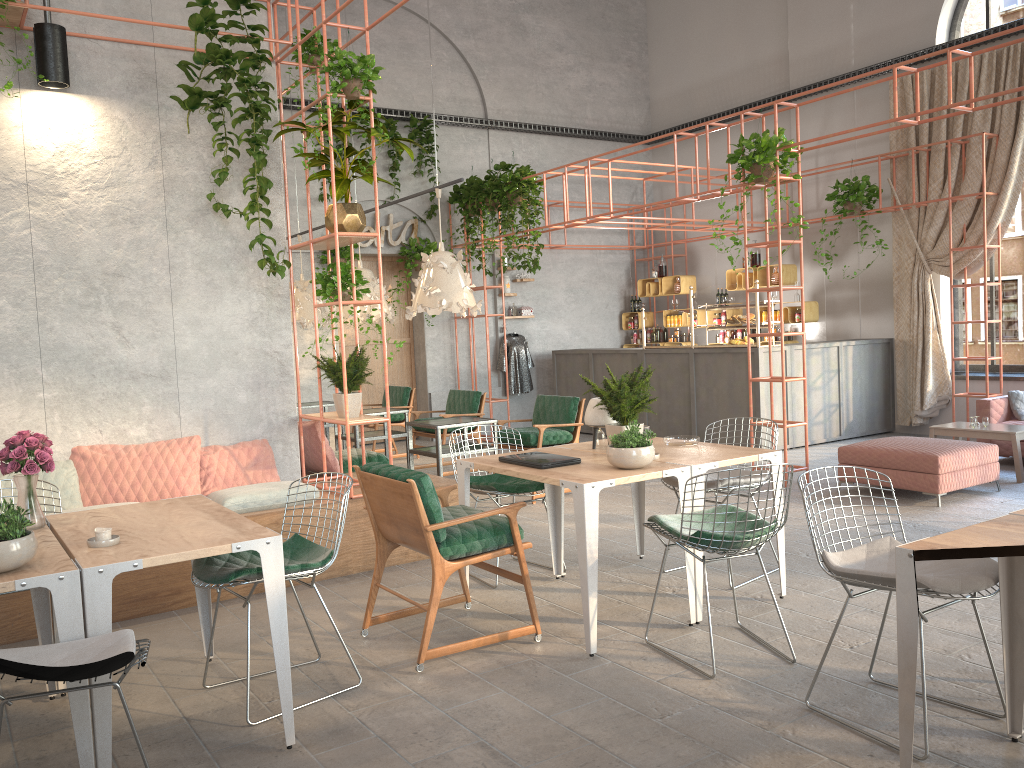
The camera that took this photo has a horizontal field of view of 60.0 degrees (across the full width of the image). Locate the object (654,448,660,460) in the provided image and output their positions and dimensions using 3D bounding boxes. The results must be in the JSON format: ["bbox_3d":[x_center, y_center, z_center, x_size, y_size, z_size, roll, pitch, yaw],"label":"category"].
[{"bbox_3d":[0.745,0.371,4.826,0.115,0.078,0.115,-4,4,-27],"label":"object"}]

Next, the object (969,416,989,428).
[{"bbox_3d":[4.408,0.387,8.425,0.199,0.145,0.156,-4,4,-18],"label":"object"}]

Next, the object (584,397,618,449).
[{"bbox_3d":[0.555,0.239,5.302,0.241,0.313,0.241,-2,4,12],"label":"object"}]

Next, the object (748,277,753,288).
[{"bbox_3d":[3.395,-1.435,12.546,0.123,0.142,0.141,-5,4,-33],"label":"object"}]

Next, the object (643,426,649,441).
[{"bbox_3d":[0.773,0.313,5.287,0.095,0.119,0.095,-3,3,-9],"label":"object"}]

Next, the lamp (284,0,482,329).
[{"bbox_3d":[-1.676,-2.641,9.267,0.704,4.052,4.456,-5,4,-33],"label":"lamp"}]

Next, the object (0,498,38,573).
[{"bbox_3d":[-1.753,0.511,3.006,0.248,0.247,0.254,-5,4,-33],"label":"object"}]

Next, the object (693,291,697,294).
[{"bbox_3d":[2.816,-1.298,13.647,0.075,0.273,0.075,-1,4,23],"label":"object"}]

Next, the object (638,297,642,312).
[{"bbox_3d":[2.122,-1.340,14.740,0.066,0.291,0.066,-2,3,7],"label":"object"}]

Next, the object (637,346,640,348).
[{"bbox_3d":[2.117,-0.513,14.815,0.074,0.243,0.254,-3,3,-3],"label":"object"}]

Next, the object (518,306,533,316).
[{"bbox_3d":[0.210,-1.128,13.767,0.219,0.149,0.129,-5,4,-33],"label":"object"}]

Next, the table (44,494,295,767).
[{"bbox_3d":[-1.466,0.995,3.694,0.694,0.830,1.214,-5,4,-33],"label":"table"}]

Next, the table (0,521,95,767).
[{"bbox_3d":[-2.046,1.045,3.311,0.694,0.830,1.205,-5,4,-33],"label":"table"}]

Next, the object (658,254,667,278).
[{"bbox_3d":[2.408,-1.892,14.189,0.134,0.386,0.134,-3,3,1],"label":"object"}]

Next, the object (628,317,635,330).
[{"bbox_3d":[1.990,-1.008,14.717,0.131,0.207,0.131,-2,4,12],"label":"object"}]

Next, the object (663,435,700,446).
[{"bbox_3d":[1.016,0.340,5.311,0.218,0.041,0.218,-4,4,-25],"label":"object"}]

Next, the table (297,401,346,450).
[{"bbox_3d":[-2.444,0.640,10.902,0.635,0.798,0.602,-5,4,-33],"label":"table"}]

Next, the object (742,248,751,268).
[{"bbox_3d":[3.387,-1.811,12.766,0.134,0.301,0.134,-6,5,-44],"label":"object"}]

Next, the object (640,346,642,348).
[{"bbox_3d":[2.173,-0.511,14.747,0.074,0.243,0.254,-3,3,-3],"label":"object"}]

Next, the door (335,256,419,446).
[{"bbox_3d":[-2.191,-0.504,13.182,1.360,2.729,0.551,-5,4,-33],"label":"door"}]

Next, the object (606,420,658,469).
[{"bbox_3d":[0.605,0.307,4.545,0.248,0.247,0.254,-5,4,-33],"label":"object"}]

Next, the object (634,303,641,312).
[{"bbox_3d":[2.063,-1.256,14.578,0.115,0.147,0.115,-2,4,12],"label":"object"}]

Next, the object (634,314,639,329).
[{"bbox_3d":[2.064,-1.029,14.578,0.072,0.248,0.094,-5,4,-33],"label":"object"}]

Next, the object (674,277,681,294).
[{"bbox_3d":[2.600,-1.536,13.864,0.137,0.261,0.137,-3,3,3],"label":"object"}]

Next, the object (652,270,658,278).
[{"bbox_3d":[2.279,-1.752,14.145,0.088,0.123,0.088,-1,4,23],"label":"object"}]

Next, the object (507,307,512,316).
[{"bbox_3d":[-0.037,-1.112,13.596,0.063,0.151,0.063,0,5,43],"label":"object"}]

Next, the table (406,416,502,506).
[{"bbox_3d":[-0.522,0.726,7.967,0.635,0.798,0.602,-5,4,-33],"label":"table"}]

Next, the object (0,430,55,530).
[{"bbox_3d":[-2.011,0.398,3.688,0.213,0.414,0.225,-6,5,-41],"label":"object"}]

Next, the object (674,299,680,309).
[{"bbox_3d":[2.571,-1.239,13.802,0.083,0.159,0.083,-4,4,-24],"label":"object"}]

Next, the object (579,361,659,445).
[{"bbox_3d":[0.627,0.137,4.978,0.438,0.527,0.368,-5,4,-33],"label":"object"}]

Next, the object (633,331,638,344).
[{"bbox_3d":[2.034,-0.763,14.629,0.070,0.209,0.070,-6,5,-43],"label":"object"}]

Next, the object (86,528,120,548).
[{"bbox_3d":[-1.538,0.569,3.336,0.115,0.078,0.115,-4,4,-27],"label":"object"}]

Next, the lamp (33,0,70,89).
[{"bbox_3d":[-2.888,-2.574,5.486,0.179,1.425,0.185,-5,4,-33],"label":"lamp"}]

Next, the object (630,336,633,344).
[{"bbox_3d":[1.998,-0.727,14.710,0.073,0.131,0.073,-3,3,-8],"label":"object"}]

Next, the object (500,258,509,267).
[{"bbox_3d":[-0.112,-1.853,13.522,0.133,0.145,0.133,-2,4,19],"label":"object"}]

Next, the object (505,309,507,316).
[{"bbox_3d":[-0.103,-1.114,13.577,0.055,0.164,0.092,-4,4,-14],"label":"object"}]

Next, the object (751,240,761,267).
[{"bbox_3d":[3.460,-1.845,12.583,0.134,0.386,0.134,-6,5,-44],"label":"object"}]

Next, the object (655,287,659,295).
[{"bbox_3d":[2.343,-1.482,14.151,0.123,0.142,0.141,-5,4,-33],"label":"object"}]

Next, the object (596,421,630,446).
[{"bbox_3d":[0.626,0.298,5.446,0.165,0.154,0.210,-6,5,-43],"label":"object"}]

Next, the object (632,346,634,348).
[{"bbox_3d":[2.016,-0.504,14.747,0.074,0.243,0.072,-3,3,-1],"label":"object"}]

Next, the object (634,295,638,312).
[{"bbox_3d":[2.053,-1.334,14.698,0.066,0.291,0.066,-4,4,-27],"label":"object"}]

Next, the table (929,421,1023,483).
[{"bbox_3d":[4.506,0.630,8.431,0.520,0.455,0.916,-5,4,-33],"label":"table"}]

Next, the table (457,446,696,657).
[{"bbox_3d":[0.312,0.841,4.849,0.694,0.830,1.205,-5,4,-33],"label":"table"}]

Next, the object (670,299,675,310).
[{"bbox_3d":[2.521,-1.241,13.878,0.083,0.159,0.083,-4,4,-24],"label":"object"}]

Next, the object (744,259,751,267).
[{"bbox_3d":[3.330,-1.704,12.539,0.088,0.123,0.088,-1,4,23],"label":"object"}]

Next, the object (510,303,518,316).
[{"bbox_3d":[0.029,-1.145,13.648,0.081,0.204,0.081,-5,4,-33],"label":"object"}]

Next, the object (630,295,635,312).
[{"bbox_3d":[1.989,-1.329,14.655,0.066,0.291,0.066,-1,4,27],"label":"object"}]

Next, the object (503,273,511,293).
[{"bbox_3d":[-0.096,-1.550,13.550,0.136,0.336,0.145,-4,4,-19],"label":"object"}]

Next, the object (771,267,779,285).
[{"bbox_3d":[3.652,-1.489,12.259,0.137,0.261,0.137,-3,3,3],"label":"object"}]

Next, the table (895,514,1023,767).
[{"bbox_3d":[1.852,0.920,2.532,0.694,0.830,1.205,-5,4,-33],"label":"table"}]

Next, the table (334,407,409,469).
[{"bbox_3d":[-1.483,0.683,9.434,0.635,0.798,0.602,-5,4,-33],"label":"table"}]

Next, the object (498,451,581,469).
[{"bbox_3d":[0.148,0.417,4.865,0.268,0.031,0.427,-5,4,-33],"label":"object"}]

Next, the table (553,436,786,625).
[{"bbox_3d":[0.892,0.790,5.233,0.694,0.830,1.214,-5,4,-33],"label":"table"}]

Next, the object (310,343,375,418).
[{"bbox_3d":[-1.156,-0.025,6.166,0.438,0.527,0.368,-5,4,-33],"label":"object"}]

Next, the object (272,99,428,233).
[{"bbox_3d":[-1.094,-1.494,6.065,0.934,0.947,0.903,-2,4,18],"label":"object"}]

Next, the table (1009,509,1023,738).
[{"bbox_3d":[2.432,0.869,2.915,0.694,0.830,1.214,-5,4,-33],"label":"table"}]

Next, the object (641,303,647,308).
[{"bbox_3d":[2.173,-1.265,14.650,0.115,0.147,0.115,-2,4,12],"label":"object"}]
